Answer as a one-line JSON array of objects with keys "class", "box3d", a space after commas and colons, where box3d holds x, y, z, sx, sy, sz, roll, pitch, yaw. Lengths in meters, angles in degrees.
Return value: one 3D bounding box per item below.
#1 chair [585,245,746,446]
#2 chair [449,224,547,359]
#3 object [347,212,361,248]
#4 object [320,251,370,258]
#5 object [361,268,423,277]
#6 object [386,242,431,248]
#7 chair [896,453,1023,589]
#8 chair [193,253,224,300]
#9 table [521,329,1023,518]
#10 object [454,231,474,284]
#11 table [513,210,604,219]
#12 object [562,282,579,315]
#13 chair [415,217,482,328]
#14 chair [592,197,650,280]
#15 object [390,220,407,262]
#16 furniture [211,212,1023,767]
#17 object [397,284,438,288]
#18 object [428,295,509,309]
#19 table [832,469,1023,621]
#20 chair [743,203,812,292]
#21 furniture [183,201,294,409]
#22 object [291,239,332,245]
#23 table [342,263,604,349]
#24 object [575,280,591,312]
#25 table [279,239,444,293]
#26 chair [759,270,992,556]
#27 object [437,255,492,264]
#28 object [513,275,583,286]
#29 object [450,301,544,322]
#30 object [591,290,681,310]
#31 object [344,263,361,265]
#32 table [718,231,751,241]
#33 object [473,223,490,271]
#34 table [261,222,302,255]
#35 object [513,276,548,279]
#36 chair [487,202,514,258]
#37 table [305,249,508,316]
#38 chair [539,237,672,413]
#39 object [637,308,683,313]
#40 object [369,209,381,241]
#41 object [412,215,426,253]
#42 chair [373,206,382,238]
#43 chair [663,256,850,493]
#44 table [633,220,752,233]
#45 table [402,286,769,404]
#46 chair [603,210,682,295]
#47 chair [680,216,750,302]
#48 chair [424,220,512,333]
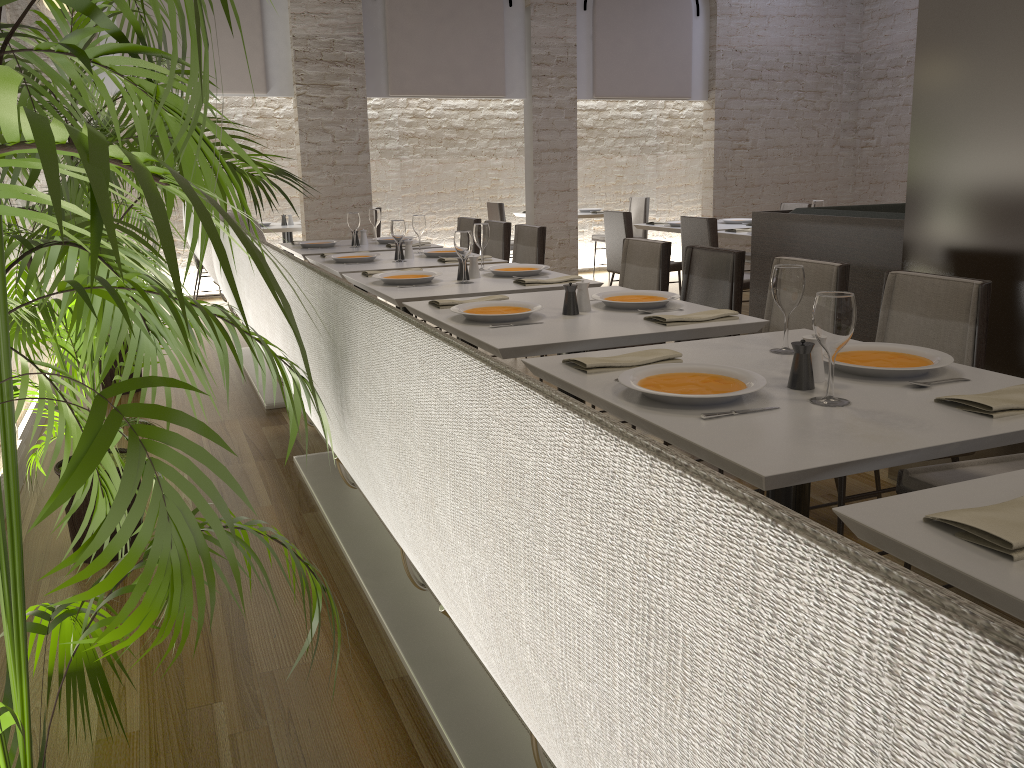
[{"class": "chair", "box3d": [0.653, -0.112, 3.769, 0.566, 0.898, 0.415, -6, 13, -22]}, {"class": "chair", "box3d": [-0.095, -0.529, 5.556, 0.566, 0.898, 0.415, -6, 13, -22]}, {"class": "object", "box3d": [-1.060, -1.034, 5.953, 0.086, 0.229, 0.087, 0, 12, 8]}, {"class": "object", "box3d": [-1.008, -0.782, 5.354, 0.273, 0.033, 0.143, -7, 15, -22]}, {"class": "object", "box3d": [-0.589, -0.548, 4.352, 0.273, 0.033, 0.143, -7, 15, -22]}, {"class": "object", "box3d": [-0.696, -0.931, 5.942, 0.273, 0.033, 0.143, -7, 15, -22]}, {"class": "chair", "box3d": [1.319, 0.259, 2.179, 0.566, 0.898, 0.415, -6, 13, -22]}, {"class": "chair", "box3d": [-2.832, -1.199, 8.571, 0.566, 0.898, 0.415, -6, 13, -22]}, {"class": "table", "box3d": [0.655, 0.359, 2.133, 0.937, 0.754, 1.018, -6, 14, -21]}, {"class": "object", "box3d": [-0.213, -0.562, 3.932, 0.086, 0.229, 0.087, 0, 12, 8]}, {"class": "table", "box3d": [0.644, -1.544, 9.978, 0.937, 0.754, 1.018, -6, 14, -21]}, {"class": "object", "box3d": [0.201, -0.294, 3.039, 0.059, 0.108, 0.060, -8, 14, -30]}, {"class": "chair", "box3d": [-0.528, -0.770, 6.590, 0.566, 0.898, 0.415, -6, 13, -22]}, {"class": "chair", "box3d": [1.261, -1.687, 10.205, 0.566, 0.898, 0.415, -6, 13, -22]}, {"class": "object", "box3d": [-0.631, -0.795, 4.929, 0.086, 0.229, 0.087, 0, 12, 8]}, {"class": "furniture", "box3d": [-0.206, 0.190, 2.201, 0.710, 1.088, 4.507, -6, 14, -21]}, {"class": "object", "box3d": [-0.409, -0.431, 3.867, 0.185, 0.010, 0.017, -7, 14, -22]}, {"class": "object", "box3d": [-0.163, -0.311, 3.336, 0.273, 0.033, 0.143, -7, 15, -22]}, {"class": "table", "box3d": [1.097, 0.605, 1.078, 0.937, 0.754, 1.018, -6, 14, -21]}, {"class": "chair", "box3d": [2.285, -1.117, 7.761, 0.566, 0.898, 0.415, -6, 13, -22]}, {"class": "furniture", "box3d": [-1.604, -0.589, 5.541, 0.708, 1.088, 2.603, -6, 14, -21]}, {"class": "object", "box3d": [-1.442, -1.023, 6.390, 0.273, 0.033, 0.143, -7, 15, -22]}, {"class": "table", "box3d": [-0.216, -0.126, 4.212, 0.937, 0.754, 1.018, -6, 14, -21]}, {"class": "object", "box3d": [0.248, -0.311, 3.106, 0.059, 0.108, 0.060, -8, 14, -30]}, {"class": "table", "box3d": [-1.069, -0.602, 6.250, 0.937, 0.754, 1.018, -6, 14, -21]}, {"class": "chair", "box3d": [1.094, 0.134, 2.717, 0.566, 0.898, 0.415, -6, 13, -22]}, {"class": "object", "box3d": [-0.262, -0.690, 4.907, 0.273, 0.033, 0.143, -7, 15, -22]}, {"class": "object", "box3d": [0.158, -0.456, 3.904, 0.273, 0.033, 0.143, -7, 15, -22]}, {"class": "object", "box3d": [-0.050, -0.243, 3.018, 0.323, 0.036, 0.323, -14, 19, -43]}, {"class": "object", "box3d": [0.448, -0.302, 3.214, 0.323, 0.036, 0.323, -14, 19, -43]}, {"class": "object", "box3d": [-0.829, -0.665, 4.869, 0.185, 0.010, 0.017, -7, 14, -22]}, {"class": "table", "box3d": [2.117, -0.726, 6.470, 0.937, 0.754, 1.018, -6, 14, -21]}, {"class": "object", "box3d": [-0.150, -0.687, 4.438, 0.086, 0.229, 0.087, 0, 12, 8]}, {"class": "table", "box3d": [-2.224, -1.203, 8.833, 0.937, 0.754, 1.018, -6, 14, -21]}, {"class": "object", "box3d": [0.088, -0.492, 4.063, 0.181, 0.015, 0.038, -6, 14, -20]}, {"class": "chair", "box3d": [0.048, -1.543, 9.721, 0.566, 0.898, 0.415, -6, 13, -22]}, {"class": "table", "box3d": [-0.635, -0.360, 5.215, 0.937, 0.754, 1.018, -6, 14, -21]}, {"class": "chair", "box3d": [0.441, -0.230, 4.275, 0.566, 0.898, 0.415, -6, 13, -22]}, {"class": "object", "box3d": [0.513, -0.255, 3.048, 0.181, 0.015, 0.038, -6, 14, -20]}, {"class": "object", "box3d": [-0.997, -1.158, 6.459, 0.086, 0.229, 0.087, 0, 12, 8]}, {"class": "object", "box3d": [-0.568, -0.919, 5.435, 0.086, 0.229, 0.087, 0, 12, 8]}, {"class": "chair", "box3d": [-1.619, -1.344, 9.055, 0.566, 0.898, 0.415, -6, 13, -22]}, {"class": "chair", "box3d": [0.877, 0.013, 3.234, 0.566, 0.898, 0.415, -6, 13, -22]}, {"class": "table", "box3d": [1.683, -0.968, 7.506, 0.937, 0.754, 1.018, -6, 14, -21]}, {"class": "table", "box3d": [0.210, 0.111, 3.197, 0.937, 0.754, 1.018, -6, 14, -21]}, {"class": "chair", "box3d": [1.072, -0.972, 7.277, 0.566, 0.898, 0.415, -6, 13, -22]}, {"class": "chair", "box3d": [1.504, -0.732, 6.246, 0.566, 0.898, 0.415, -6, 13, -22]}, {"class": "chair", "box3d": [-0.309, -0.647, 6.065, 0.566, 0.898, 0.415, -6, 13, -22]}]
